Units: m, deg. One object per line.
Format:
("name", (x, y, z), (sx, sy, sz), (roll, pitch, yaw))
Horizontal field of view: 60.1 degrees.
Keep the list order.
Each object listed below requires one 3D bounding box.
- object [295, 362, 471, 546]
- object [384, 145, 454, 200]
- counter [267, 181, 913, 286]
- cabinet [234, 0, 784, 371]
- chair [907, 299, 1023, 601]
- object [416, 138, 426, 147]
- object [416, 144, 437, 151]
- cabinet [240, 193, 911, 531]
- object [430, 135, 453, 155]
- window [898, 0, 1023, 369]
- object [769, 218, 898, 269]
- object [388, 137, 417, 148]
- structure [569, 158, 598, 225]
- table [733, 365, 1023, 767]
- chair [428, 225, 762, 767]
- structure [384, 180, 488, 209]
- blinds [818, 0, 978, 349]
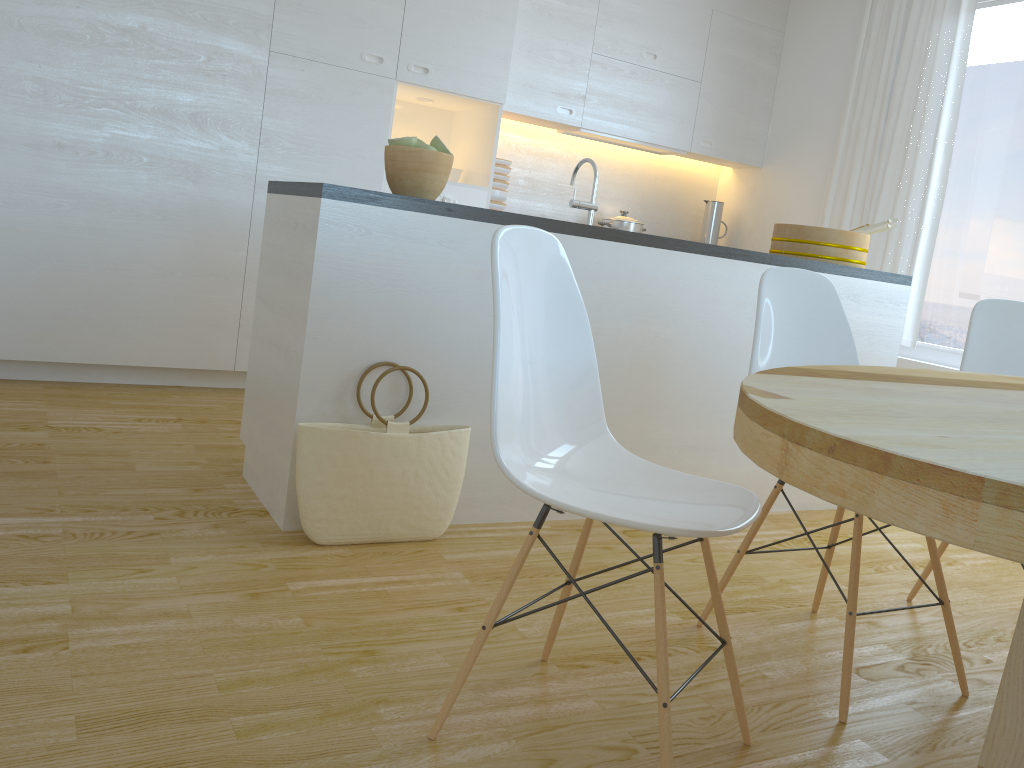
("object", (0.020, 0.289, 2.146), (1.198, 0.498, 0.471), (15, 10, 38))
("object", (-0.282, -0.618, 2.621), (0.205, 0.141, 0.206), (11, 9, 21))
("counter", (0.400, -0.520, 3.175), (2.396, 0.040, 0.606), (3, 11, -30))
("cabinet", (0.157, -1.169, 4.956), (3.195, 2.286, 0.485), (3, 7, -30))
("chair", (1.441, 0.243, 2.375), (0.429, 0.896, 0.527), (7, 7, -10))
("object", (-0.286, -0.689, 2.661), (0.102, 0.098, 0.087), (7, 7, -9))
("object", (-0.249, -0.658, 2.592), (0.082, 0.085, 0.098), (11, 8, 25))
("cabinet", (0.334, -0.055, 3.222), (2.396, 0.904, 0.606), (3, 8, -30))
("object", (-0.210, -0.705, 2.643), (0.074, 0.071, 0.078), (7, 8, -5))
("window", (2.799, -0.854, 3.728), (0.088, 1.905, 2.752), (5, 9, -30))
("object", (1.283, -0.594, 3.610), (0.429, 0.213, 0.381), (8, 8, -2))
("object", (-0.321, -0.695, 2.578), (0.084, 0.065, 0.086), (6, 8, -18))
("structure", (0.204, -0.623, 2.844), (0.096, 0.214, 0.163), (5, 8, -29))
("table", (1.219, 0.452, 1.442), (2.186, 0.720, 1.205), (3, 10, -31))
("chair", (0.185, 0.197, 1.571), (0.526, 0.896, 0.430), (12, 7, 30))
("structure", (-0.406, -0.714, 4.461), (0.559, 0.592, 0.049), (4, 7, -30))
("blinds", (2.011, -1.322, 4.781), (0.149, 2.146, 0.802), (5, 7, -30))
